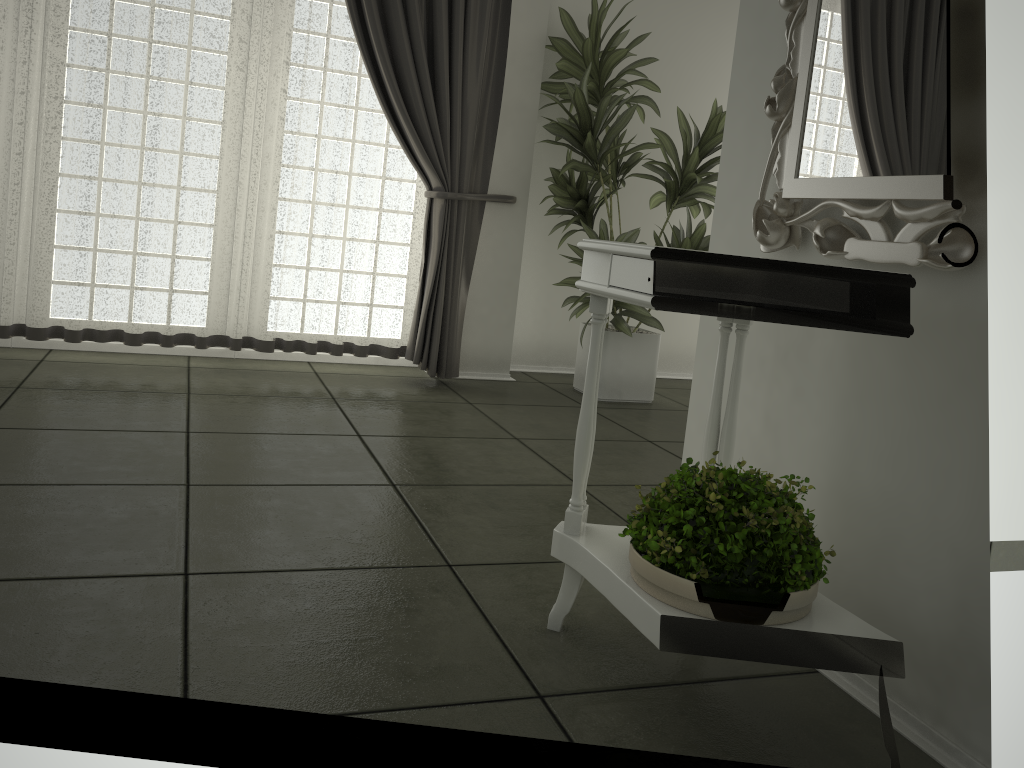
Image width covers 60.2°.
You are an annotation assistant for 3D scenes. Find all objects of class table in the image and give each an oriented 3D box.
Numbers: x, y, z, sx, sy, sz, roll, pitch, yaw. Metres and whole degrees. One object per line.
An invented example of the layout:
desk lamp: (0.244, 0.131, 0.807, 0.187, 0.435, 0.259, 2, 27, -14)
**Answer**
table: (0.390, 0.175, 1.578, 0.431, 0.799, 0.707, 4, 7, -21)

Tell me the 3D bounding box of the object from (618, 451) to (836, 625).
object: (0.390, 0.248, 1.588, 0.373, 0.230, 0.351, 2, 9, -25)

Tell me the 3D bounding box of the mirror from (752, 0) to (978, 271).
mirror: (0.763, -0.816, 1.600, 0.081, 1.199, 0.847, 4, 7, -21)

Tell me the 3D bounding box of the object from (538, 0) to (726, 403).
object: (0.649, -0.977, 4.559, 1.161, 2.079, 1.049, 6, 6, -3)

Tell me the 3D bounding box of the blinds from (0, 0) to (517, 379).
blinds: (-1.644, -1.373, 3.941, 3.652, 2.582, 0.667, 3, 6, -21)
